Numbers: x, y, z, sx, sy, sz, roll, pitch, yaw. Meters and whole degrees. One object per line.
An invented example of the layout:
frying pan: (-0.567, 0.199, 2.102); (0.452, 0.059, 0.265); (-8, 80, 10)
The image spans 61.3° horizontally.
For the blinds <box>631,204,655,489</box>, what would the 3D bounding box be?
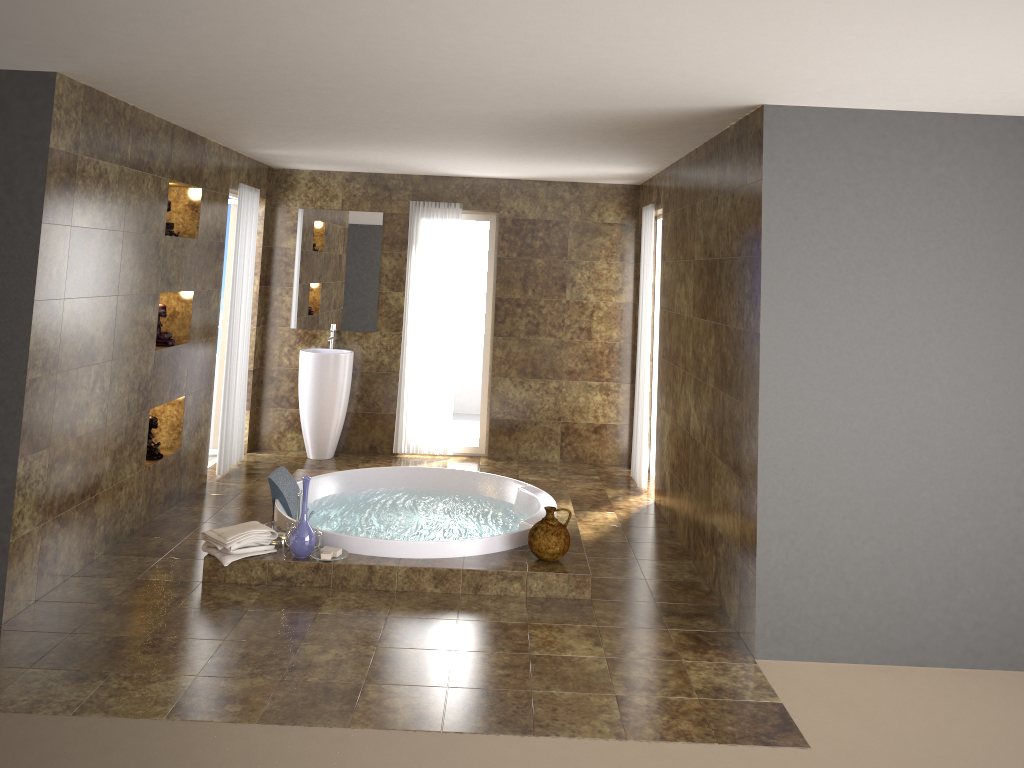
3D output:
blinds: (1.067, -0.343, 7.069); (0.069, 2.290, 0.477); (3, -5, -1)

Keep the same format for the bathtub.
bathtub: (-0.599, 0.864, 5.448); (1.759, 0.524, 1.746); (6, 7, 30)

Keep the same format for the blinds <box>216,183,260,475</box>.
blinds: (-2.181, -0.477, 6.961); (0.068, 2.290, 0.592); (3, -5, -1)

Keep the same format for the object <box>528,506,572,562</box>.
object: (0.202, 0.809, 4.682); (0.229, 0.276, 0.230); (3, 0, -29)

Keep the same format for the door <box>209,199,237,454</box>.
door: (-2.892, -0.520, 7.428); (0.959, 2.240, 0.039); (3, -6, -10)

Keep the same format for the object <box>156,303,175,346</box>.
object: (-2.305, -0.394, 5.692); (0.174, 0.286, 0.110); (3, -4, 0)

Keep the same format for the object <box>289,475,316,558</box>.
object: (-1.097, 0.695, 4.558); (0.136, 0.422, 0.134); (2, -4, 7)

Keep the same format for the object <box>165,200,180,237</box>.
object: (-2.278, -1.102, 5.695); (0.152, 0.268, 0.121); (3, -3, 0)

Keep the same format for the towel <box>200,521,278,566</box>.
towel: (-1.450, 0.828, 4.591); (0.341, 0.150, 0.320); (8, 7, 44)

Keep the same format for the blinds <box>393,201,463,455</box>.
blinds: (-0.736, -0.515, 7.712); (0.519, 2.278, 0.066); (3, -6, 0)

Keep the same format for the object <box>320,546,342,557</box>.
object: (-0.954, 0.884, 4.555); (0.101, 0.032, 0.061); (4, 5, 15)

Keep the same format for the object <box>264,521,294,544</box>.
object: (-1.297, 0.824, 4.797); (0.169, 0.076, 0.170); (1, 6, -19)

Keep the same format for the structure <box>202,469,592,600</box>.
structure: (-0.598, 0.872, 5.448); (2.004, 0.124, 2.011); (3, 7, 0)

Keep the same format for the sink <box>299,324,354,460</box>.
sink: (-1.622, 0.062, 7.461); (0.459, 1.143, 0.431); (2, -4, 2)

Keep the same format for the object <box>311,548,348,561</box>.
object: (-0.958, 0.901, 4.543); (0.189, 0.018, 0.191); (1, 7, -12)

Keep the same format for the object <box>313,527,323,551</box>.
object: (-1.054, 0.833, 4.669); (0.057, 0.116, 0.057); (5, -4, -38)

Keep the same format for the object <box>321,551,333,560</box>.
object: (-0.961, 0.890, 4.485); (0.053, 0.034, 0.073); (3, 5, 0)

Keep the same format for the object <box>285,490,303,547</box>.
object: (-1.156, 0.730, 4.689); (0.130, 0.310, 0.128); (2, -4, 7)

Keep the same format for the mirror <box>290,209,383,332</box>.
mirror: (-1.576, -1.027, 7.788); (0.768, 1.098, 0.008); (3, -6, 0)

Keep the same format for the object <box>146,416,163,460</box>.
object: (-2.330, 0.340, 5.595); (0.152, 0.275, 0.150); (3, -3, 0)
